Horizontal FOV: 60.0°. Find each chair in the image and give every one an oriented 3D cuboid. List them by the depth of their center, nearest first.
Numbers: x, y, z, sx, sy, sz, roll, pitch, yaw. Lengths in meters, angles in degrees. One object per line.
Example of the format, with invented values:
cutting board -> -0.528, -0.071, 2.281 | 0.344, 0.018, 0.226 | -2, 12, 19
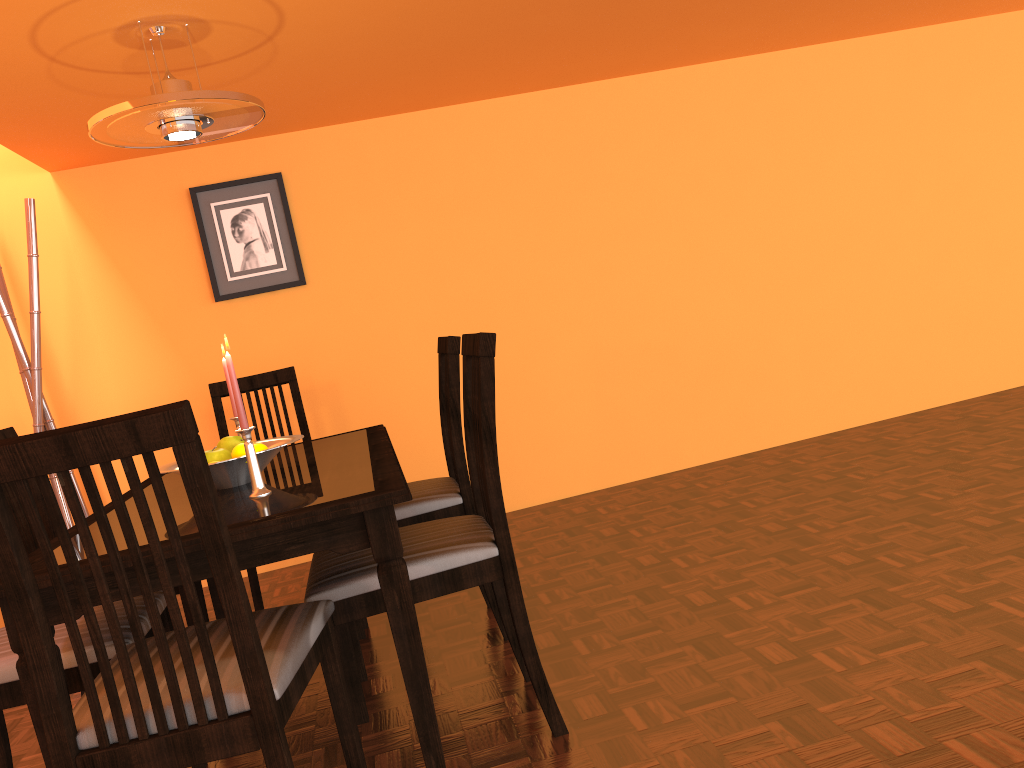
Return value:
chair -> -0.478, 0.431, 1.329 | 0.373, 0.809, 0.465 | -12, 4, -4
chair -> -0.926, 0.495, 1.701 | 0.465, 0.809, 0.373 | -13, 4, -9
chair -> -0.188, 0.332, 1.824 | 0.465, 0.809, 0.373 | -13, 4, -9
chair -> -1.027, 0.471, 2.269 | 0.465, 0.809, 0.373 | -13, 4, -9
chair -> -0.289, 0.308, 2.392 | 0.465, 0.809, 0.373 | -13, 4, -9
chair -> -0.726, 0.369, 2.769 | 0.373, 0.809, 0.465 | -13, 5, -14

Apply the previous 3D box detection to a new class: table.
table -> -0.555, 0.505, 2.054 | 0.697, 0.584, 1.259 | -13, 4, -9

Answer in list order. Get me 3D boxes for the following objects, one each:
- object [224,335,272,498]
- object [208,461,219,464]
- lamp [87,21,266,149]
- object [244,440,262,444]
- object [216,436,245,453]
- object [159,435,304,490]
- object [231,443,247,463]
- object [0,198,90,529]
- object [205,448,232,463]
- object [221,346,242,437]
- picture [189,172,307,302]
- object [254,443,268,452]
object -> -0.528, 0.059, 1.732 | 0.044, 0.326, 0.044 | -13, 5, -21
object -> -0.606, 0.181, 1.937 | 0.066, 0.052, 0.150 | -8, 6, 39
lamp -> -0.874, -0.770, 2.268 | 0.435, 0.274, 0.435 | -11, 5, 13
object -> -0.580, 0.155, 2.013 | 0.055, 0.070, 0.066 | -14, 5, -28
object -> -0.649, 0.152, 2.054 | 0.069, 0.066, 0.069 | -12, 4, 0
object -> -0.627, 0.190, 1.986 | 0.337, 0.072, 0.337 | -16, 6, -43
object -> -0.578, 0.150, 1.905 | 0.046, 0.046, 0.055 | -14, 5, -26
object -> -1.676, 0.137, 3.194 | 0.308, 1.589, 0.226 | -11, 5, 13
object -> -0.654, 0.182, 1.953 | 0.089, 0.076, 0.087 | -12, 4, -3
object -> -0.704, 0.055, 2.251 | 0.044, 0.326, 0.044 | -13, 5, -21
picture -> -1.049, -0.585, 3.529 | 0.361, 0.456, 0.014 | -13, 4, -9
object -> -0.562, 0.155, 1.954 | 0.046, 0.046, 0.055 | -8, 6, 43
